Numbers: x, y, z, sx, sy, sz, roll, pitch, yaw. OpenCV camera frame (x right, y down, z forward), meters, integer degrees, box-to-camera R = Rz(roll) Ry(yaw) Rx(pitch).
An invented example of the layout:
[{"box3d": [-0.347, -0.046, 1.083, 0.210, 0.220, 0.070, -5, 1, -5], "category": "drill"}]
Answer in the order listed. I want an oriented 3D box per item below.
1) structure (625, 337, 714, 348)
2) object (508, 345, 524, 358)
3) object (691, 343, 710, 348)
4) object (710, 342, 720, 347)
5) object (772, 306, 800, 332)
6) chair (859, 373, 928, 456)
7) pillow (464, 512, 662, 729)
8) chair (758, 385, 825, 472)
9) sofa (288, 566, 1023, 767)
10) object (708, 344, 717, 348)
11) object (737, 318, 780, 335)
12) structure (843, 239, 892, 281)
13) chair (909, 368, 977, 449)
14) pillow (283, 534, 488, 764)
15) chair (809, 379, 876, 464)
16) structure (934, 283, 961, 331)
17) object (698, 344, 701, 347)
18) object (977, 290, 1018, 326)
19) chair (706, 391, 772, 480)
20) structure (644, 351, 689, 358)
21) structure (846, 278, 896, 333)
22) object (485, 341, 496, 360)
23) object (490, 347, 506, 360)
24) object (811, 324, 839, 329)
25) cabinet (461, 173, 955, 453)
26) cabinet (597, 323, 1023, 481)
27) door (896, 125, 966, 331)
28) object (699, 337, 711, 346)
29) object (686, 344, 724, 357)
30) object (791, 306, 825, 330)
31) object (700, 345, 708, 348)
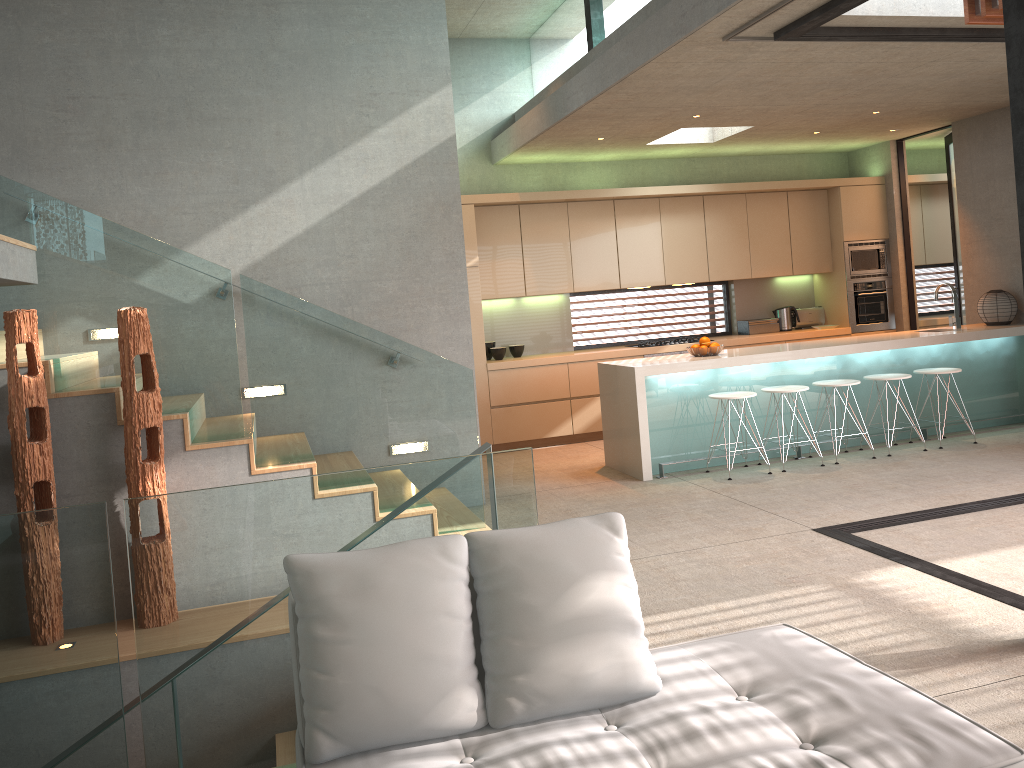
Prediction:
[{"box3d": [1.695, -0.430, 9.537, 0.840, 0.091, 0.464, -6, 5, -16], "category": "structure"}, {"box3d": [0.051, -0.343, 9.284, 0.170, 0.126, 0.169, -7, 4, -29], "category": "object"}, {"box3d": [1.597, -0.295, 7.492, 0.173, 0.100, 0.097, -2, 4, 29], "category": "object"}, {"box3d": [1.730, -0.309, 7.542, 0.095, 0.094, 0.094, -6, 3, -27], "category": "object"}, {"box3d": [3.148, -0.753, 10.160, 0.278, 0.285, 0.177, -5, 2, -10], "category": "object"}, {"box3d": [3.151, 0.244, 7.366, 0.382, 0.623, 0.382, -5, 2, -16], "category": "chair"}, {"box3d": [0.137, 0.637, 2.442, 0.493, 0.483, 0.266, -5, 2, -15], "category": "pillow"}, {"box3d": [2.215, 0.344, 7.098, 0.382, 0.623, 0.382, -5, 2, -16], "category": "chair"}, {"box3d": [0.281, 0.886, 2.227, 1.599, 0.732, 1.014, -6, 4, -16], "category": "sofa"}, {"box3d": [1.699, -0.296, 7.455, 0.087, 0.087, 0.087, -6, 3, -25], "category": "object"}, {"box3d": [2.819, -0.658, 10.103, 0.401, 0.160, 0.240, -6, 4, -16], "category": "object"}, {"box3d": [3.944, -1.410, 10.162, 0.597, 0.437, 0.460, -6, 3, -16], "category": "structure"}, {"box3d": [3.635, 0.192, 7.505, 0.382, 0.623, 0.382, -5, 2, -16], "category": "chair"}, {"box3d": [-0.326, 0.675, 2.313, 0.493, 0.497, 0.238, -5, 2, -15], "category": "pillow"}, {"box3d": [2.674, 0.295, 7.228, 0.382, 0.623, 0.382, -5, 2, -16], "category": "chair"}, {"box3d": [4.014, -0.714, 8.193, 0.097, 0.441, 0.258, -5, 2, -16], "category": "structure"}, {"box3d": [1.595, -0.299, 7.597, 0.086, 0.087, 0.087, -3, 4, 35], "category": "object"}, {"box3d": [4.614, -0.728, 8.403, 0.341, 0.334, 0.340, -6, 3, -24], "category": "object"}, {"box3d": [1.761, 0.392, 6.969, 0.382, 0.623, 0.382, -5, 2, -16], "category": "chair"}, {"box3d": [1.787, -0.093, 9.300, 0.829, 0.500, 0.079, -6, 1, -16], "category": "structure"}, {"box3d": [3.990, -0.902, 10.149, 0.597, 0.579, 0.498, -5, 3, -16], "category": "structure"}, {"box3d": [-0.277, -0.342, 9.227, 0.226, 0.187, 0.225, -7, 4, -38], "category": "object"}, {"box3d": [-0.139, -0.310, 9.091, 0.170, 0.126, 0.169, -7, 4, -29], "category": "object"}, {"box3d": [3.554, -0.645, 10.011, 0.309, 0.034, 0.311, 0, 7, 43], "category": "object"}, {"box3d": [2.823, -0.880, 9.221, 7.484, 2.564, 1.966, -6, 3, -16], "category": "cabinet"}, {"box3d": [2.863, 0.079, 7.887, 4.129, 0.898, 0.801, -6, 3, -16], "category": "cabinet"}, {"box3d": [1.020, 0.198, 5.103, 15.399, 4.467, 5.765, -9, 6, -43], "category": "door"}, {"box3d": [1.650, -0.358, 7.560, 0.095, 0.094, 0.094, -4, 3, 4], "category": "object"}, {"box3d": [1.645, -0.282, 7.527, 0.316, 0.082, 0.316, -6, 5, -16], "category": "object"}, {"box3d": [3.439, -0.769, 10.292, 0.390, 0.247, 0.150, -6, 2, -16], "category": "object"}, {"box3d": [1.617, -0.284, 7.443, 0.081, 0.081, 0.081, -4, 3, 13], "category": "object"}]
